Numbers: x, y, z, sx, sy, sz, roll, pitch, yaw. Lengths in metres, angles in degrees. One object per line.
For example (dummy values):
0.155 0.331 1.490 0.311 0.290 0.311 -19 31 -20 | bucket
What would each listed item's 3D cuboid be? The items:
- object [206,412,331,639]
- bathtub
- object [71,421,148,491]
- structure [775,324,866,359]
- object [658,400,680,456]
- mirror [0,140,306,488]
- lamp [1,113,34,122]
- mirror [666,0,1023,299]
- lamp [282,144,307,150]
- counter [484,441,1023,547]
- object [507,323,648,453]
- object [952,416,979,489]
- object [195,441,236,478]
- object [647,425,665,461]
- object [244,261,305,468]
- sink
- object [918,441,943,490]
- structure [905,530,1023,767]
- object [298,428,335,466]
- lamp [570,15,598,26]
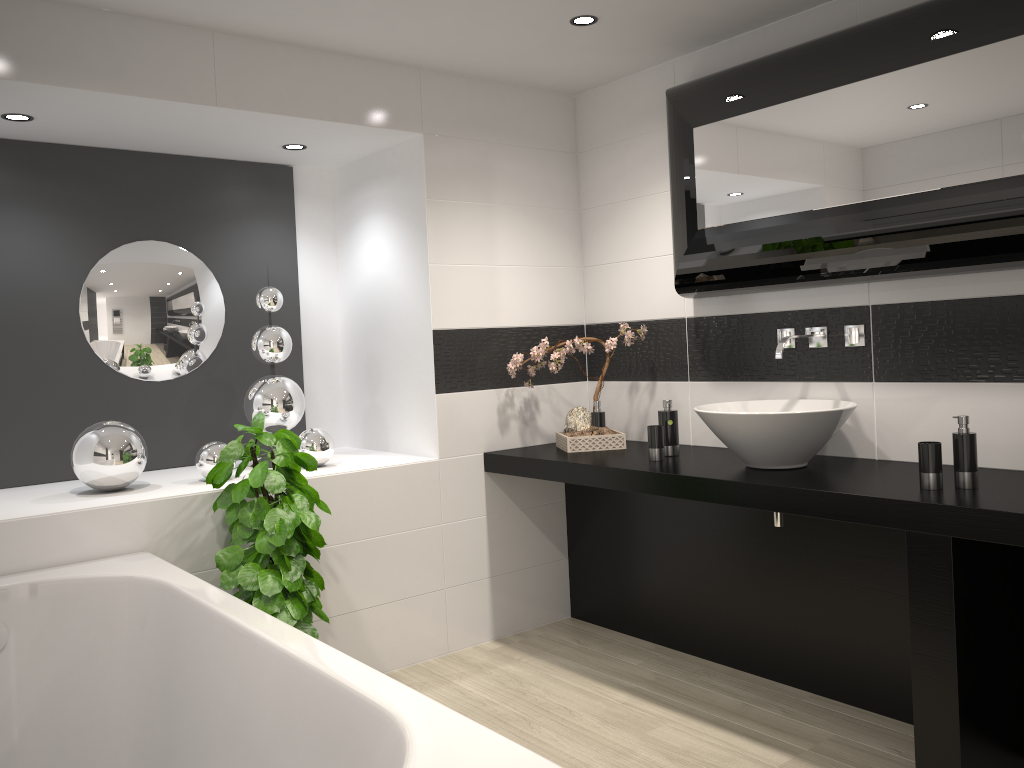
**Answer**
-0.840 0.661 3.076 0.418 1.131 0.438 -3 1 3 | object
-0.961 0.949 1.887 1.009 0.676 2.179 -4 3 -38 | bathtub
-1.504 0.269 3.314 0.260 0.261 0.261 -4 2 -25 | object
1.065 -0.154 3.270 0.259 0.108 0.367 -5 3 -38 | structure
0.632 0.176 3.576 0.079 0.220 0.079 -2 1 42 | object
-1.554 -0.321 3.879 1.362 1.381 0.078 -4 1 -38 | mirror
-1.817 -0.978 3.255 0.105 0.004 0.106 -1 3 37 | lamp
1.468 -0.803 2.709 0.258 0.901 2.613 -3 2 -38 | mirror
-0.964 -1.049 3.929 0.105 0.004 0.106 -2 3 19 | lamp
1.321 0.339 2.655 0.656 0.084 3.844 -5 3 -38 | counter
0.292 0.011 3.961 0.628 0.560 0.261 -3 1 -8 | object
1.314 0.196 2.572 0.063 0.208 0.063 -2 1 32 | object
-1.159 0.301 3.468 0.150 0.150 0.150 -3 2 -25 | object
0.562 0.230 3.458 0.063 0.134 0.063 -3 1 -4 | object
-1.053 -0.097 3.900 0.260 0.897 0.260 -3 1 -25 | object
0.938 0.182 3.162 0.559 0.212 0.560 -3 2 5 | sink
1.220 0.238 2.584 0.063 0.134 0.063 -3 1 -4 | object
1.321 0.768 2.537 0.465 0.762 0.126 -4 1 -38 | structure
-0.831 0.267 3.736 0.163 0.163 0.163 -3 2 -25 | object
0.270 -1.366 3.333 0.106 0.004 0.105 -4 3 -23 | lamp
